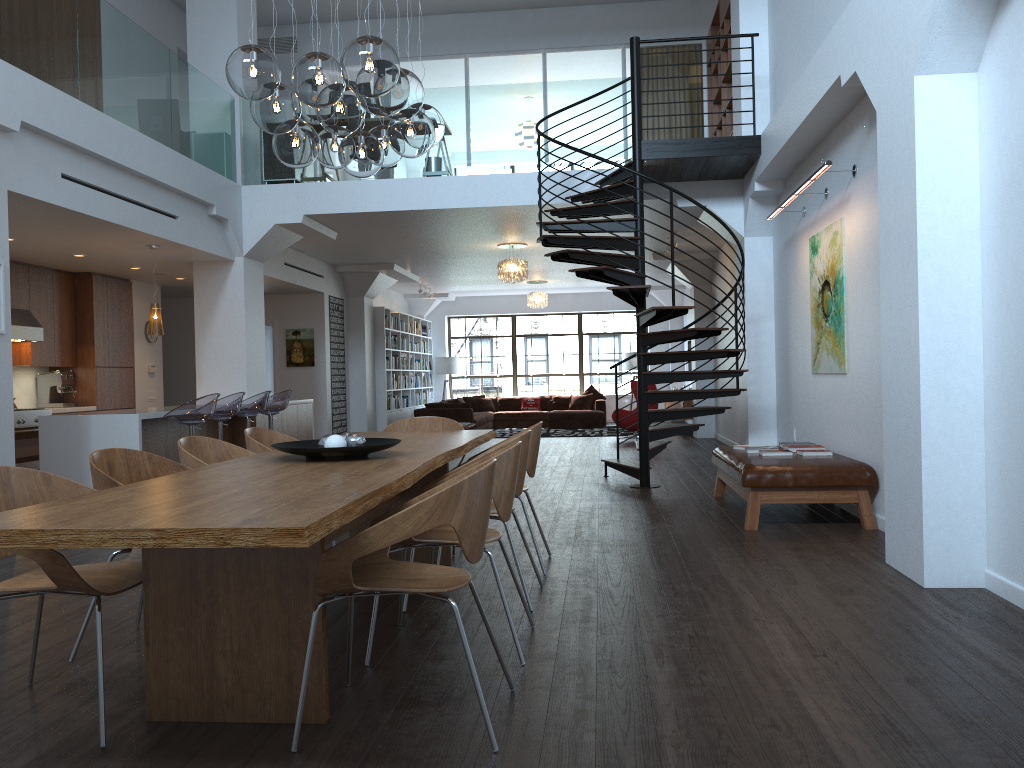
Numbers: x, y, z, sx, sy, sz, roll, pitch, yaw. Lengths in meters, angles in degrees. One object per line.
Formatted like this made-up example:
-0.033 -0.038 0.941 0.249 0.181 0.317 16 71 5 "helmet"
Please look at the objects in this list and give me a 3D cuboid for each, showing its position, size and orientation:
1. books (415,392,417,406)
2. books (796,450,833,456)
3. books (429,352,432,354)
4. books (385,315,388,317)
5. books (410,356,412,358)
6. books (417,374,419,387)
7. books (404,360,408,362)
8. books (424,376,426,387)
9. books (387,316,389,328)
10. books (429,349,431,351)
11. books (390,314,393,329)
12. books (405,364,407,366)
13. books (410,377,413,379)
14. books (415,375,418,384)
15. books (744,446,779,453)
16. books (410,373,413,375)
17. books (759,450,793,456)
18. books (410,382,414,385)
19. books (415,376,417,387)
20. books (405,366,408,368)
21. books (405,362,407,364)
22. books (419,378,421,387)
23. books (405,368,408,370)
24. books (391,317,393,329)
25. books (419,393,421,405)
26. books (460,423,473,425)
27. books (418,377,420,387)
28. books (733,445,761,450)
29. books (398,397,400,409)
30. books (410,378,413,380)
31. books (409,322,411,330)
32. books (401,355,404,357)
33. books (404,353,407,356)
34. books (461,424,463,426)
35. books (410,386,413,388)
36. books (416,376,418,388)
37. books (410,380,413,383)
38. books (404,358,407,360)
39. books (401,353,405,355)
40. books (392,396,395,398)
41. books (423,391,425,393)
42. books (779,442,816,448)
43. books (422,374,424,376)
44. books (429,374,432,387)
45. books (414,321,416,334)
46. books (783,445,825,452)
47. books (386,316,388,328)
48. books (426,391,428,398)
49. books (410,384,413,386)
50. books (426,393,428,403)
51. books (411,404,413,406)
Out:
-2.101 0.318 18.670 0.198 0.284 0.066 -1 0 5 "books"
2.297 0.522 6.740 0.224 0.036 0.161 -1 0 0 "books"
-1.996 -0.704 20.190 0.284 0.035 0.197 -1 1 36 "books"
-2.369 -1.139 16.272 0.159 0.248 0.089 -1 0 6 "books"
-2.174 -0.550 18.166 0.223 0.031 0.161 -1 0 6 "books"
-2.084 -0.066 18.879 0.176 0.293 0.125 -1 0 6 "books"
-2.213 -0.467 17.822 0.183 0.042 0.253 -1 0 6 "books"
-2.005 -0.056 19.668 0.183 0.253 0.042 -1 0 6 "books"
-2.363 -1.142 16.315 0.170 0.251 0.118 -1 0 6 "books"
-1.996 -0.771 20.184 0.254 0.032 0.174 -1 1 41 "books"
-2.327 -1.163 16.697 0.176 0.293 0.125 -1 0 6 "books"
-2.233 -0.380 17.815 0.180 0.042 0.259 -1 0 6 "books"
-2.164 -0.126 18.280 0.223 0.032 0.161 -1 0 6 "books"
-2.095 -0.064 18.817 0.197 0.290 0.136 -1 0 6 "books"
1.988 0.524 7.062 0.247 0.040 0.185 -1 0 9 "books"
-2.156 -0.211 18.265 0.185 0.041 0.129 -1 1 20 "books"
2.019 0.527 6.793 0.224 0.032 0.161 -1 0 6 "books"
-2.176 -0.008 18.298 0.259 0.040 0.180 -1 0 6 "books"
-2.101 -0.040 18.626 0.174 0.243 0.085 -1 0 6 "books"
-2.208 -0.341 17.817 0.160 0.039 0.251 -1 0 11 "books"
-2.219 -0.424 17.827 0.168 0.045 0.231 -1 0 1 "books"
-2.053 -0.033 19.093 0.161 0.222 0.084 -1 0 6 "books"
-2.204 -0.301 17.819 0.171 0.039 0.246 -1 0 6 "books"
-2.330 -1.138 16.609 0.174 0.242 0.105 -1 0 6 "books"
-2.052 0.329 19.015 0.183 0.253 0.034 -1 0 5 "books"
-0.839 0.700 15.618 0.256 0.035 0.350 -1 1 31 "books"
-2.070 -0.043 18.966 0.174 0.242 0.105 -1 0 6 "books"
1.970 0.527 7.385 0.161 0.031 0.223 -2 1 -16 "books"
-2.258 0.360 17.044 0.174 0.236 0.142 -1 0 5 "books"
-2.170 -0.091 18.274 0.253 0.040 0.183 -1 0 6 "books"
-2.171 -1.161 18.296 0.160 0.251 0.031 -1 0 6 "books"
-2.240 -0.553 17.431 0.174 0.045 0.240 -1 0 5 "books"
-2.207 -0.592 17.838 0.129 0.043 0.185 -1 1 20 "books"
-1.028 0.706 15.291 0.231 0.040 0.342 -2 1 -44 "books"
-2.170 0.069 18.271 0.246 0.038 0.171 -1 0 6 "books"
-2.088 -0.045 18.712 0.182 0.253 0.098 -1 0 6 "books"
-2.164 -0.050 18.282 0.231 0.044 0.168 -1 0 1 "books"
-2.219 -0.503 17.828 0.161 0.033 0.223 -1 0 6 "books"
-2.235 -0.590 17.408 0.223 0.027 0.161 -1 0 15 "books"
-2.294 0.353 16.717 0.183 0.253 0.042 -1 0 6 "books"
-2.017 0.307 19.610 0.198 0.284 0.066 -1 0 6 "books"
2.377 0.512 7.385 0.254 0.044 0.183 -1 0 0 "books"
-2.045 -0.192 19.383 0.223 0.031 0.161 -1 0 6 "books"
-1.929 -0.082 20.371 0.176 0.290 0.053 -1 0 6 "books"
-2.125 -1.186 18.774 0.176 0.290 0.053 -1 0 6 "books"
2.327 0.514 7.069 0.283 0.043 0.197 -1 0 5 "books"
-2.363 -1.126 16.241 0.161 0.222 0.084 -1 0 6 "books"
-1.975 0.300 19.938 0.176 0.290 0.053 -1 0 6 "books"
-2.173 0.031 18.273 0.251 0.037 0.160 -1 0 11 "books"
-1.980 0.323 19.856 0.171 0.246 0.057 -1 0 6 "books"
-2.199 0.439 18.248 0.284 0.035 0.197 -1 0 6 "books"
